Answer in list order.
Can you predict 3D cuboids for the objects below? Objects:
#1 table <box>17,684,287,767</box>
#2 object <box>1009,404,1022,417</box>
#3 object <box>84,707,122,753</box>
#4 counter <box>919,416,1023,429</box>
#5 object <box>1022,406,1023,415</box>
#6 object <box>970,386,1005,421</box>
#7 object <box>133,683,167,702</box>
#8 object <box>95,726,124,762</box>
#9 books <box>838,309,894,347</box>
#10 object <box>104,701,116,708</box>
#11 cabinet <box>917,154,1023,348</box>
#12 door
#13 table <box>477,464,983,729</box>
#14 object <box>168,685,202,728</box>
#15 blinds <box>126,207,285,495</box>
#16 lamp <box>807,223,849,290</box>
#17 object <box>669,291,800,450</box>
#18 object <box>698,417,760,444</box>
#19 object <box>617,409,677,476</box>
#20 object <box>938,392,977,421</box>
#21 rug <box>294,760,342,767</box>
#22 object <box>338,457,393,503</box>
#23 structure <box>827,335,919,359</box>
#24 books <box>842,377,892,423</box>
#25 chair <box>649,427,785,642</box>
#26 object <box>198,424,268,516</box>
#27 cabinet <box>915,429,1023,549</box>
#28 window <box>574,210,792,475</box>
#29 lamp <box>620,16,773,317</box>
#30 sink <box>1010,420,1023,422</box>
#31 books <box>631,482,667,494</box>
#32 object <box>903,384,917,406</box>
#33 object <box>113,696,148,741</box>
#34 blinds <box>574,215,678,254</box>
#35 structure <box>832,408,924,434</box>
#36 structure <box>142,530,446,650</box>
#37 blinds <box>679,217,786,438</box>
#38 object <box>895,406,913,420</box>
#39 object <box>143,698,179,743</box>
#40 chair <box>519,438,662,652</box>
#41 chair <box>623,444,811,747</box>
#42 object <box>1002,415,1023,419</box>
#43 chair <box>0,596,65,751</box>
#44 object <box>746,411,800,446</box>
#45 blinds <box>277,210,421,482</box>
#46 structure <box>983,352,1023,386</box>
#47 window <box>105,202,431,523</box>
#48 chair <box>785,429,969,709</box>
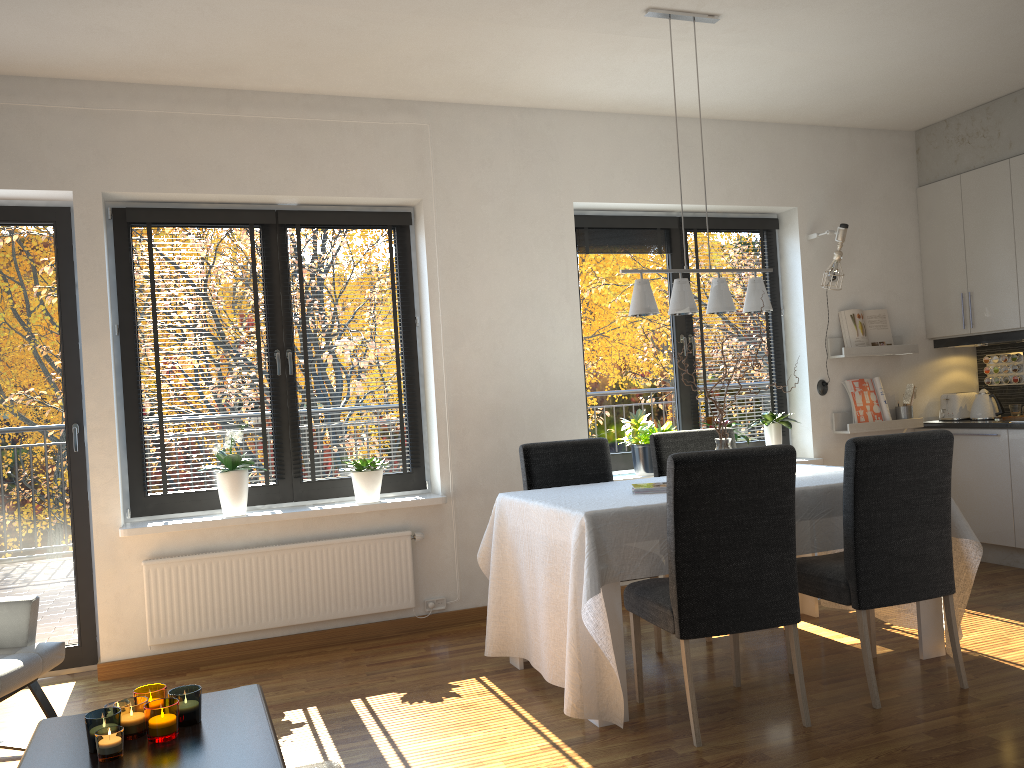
[{"bbox_3d":[-0.751,1.033,1.852,0.570,0.409,1.180,-3,-1,-21],"label":"table"},{"bbox_3d":[3.157,0.166,5.559,0.071,0.076,0.071,-3,-1,-28],"label":"object"},{"bbox_3d":[-0.948,0.804,2.060,0.079,0.081,0.079,-3,-1,-26],"label":"object"},{"bbox_3d":[3.657,0.245,3.947,0.622,0.192,4.252,-3,-1,-21],"label":"counter"},{"bbox_3d":[3.201,0.168,5.501,0.065,0.064,0.065,-3,-1,-21],"label":"object"},{"bbox_3d":[2.990,0.129,5.605,0.178,0.236,0.204,-4,-1,16],"label":"object"},{"bbox_3d":[-0.908,0.805,2.230,0.079,0.081,0.079,-3,-1,-26],"label":"object"},{"bbox_3d":[-0.905,0.810,1.996,0.060,0.061,0.060,-3,-1,-16],"label":"object"},{"bbox_3d":[2.274,-0.331,5.654,0.364,0.299,0.109,-3,-1,-21],"label":"books"},{"bbox_3d":[-0.970,0.818,2.180,0.060,0.061,0.060,-3,-1,-16],"label":"object"},{"bbox_3d":[3.658,-0.867,3.983,0.458,1.069,4.237,-3,-1,-21],"label":"cabinet"},{"bbox_3d":[-2.490,0.268,4.136,0.976,2.274,0.119,-3,0,-21],"label":"door"},{"bbox_3d":[0.871,0.806,3.825,1.856,0.763,1.236,-3,-1,-20],"label":"table"},{"bbox_3d":[-0.808,0.798,2.197,0.079,0.081,0.079,-3,-1,-26],"label":"object"},{"bbox_3d":[-1.519,-0.174,4.472,0.710,1.422,0.049,-3,0,-21],"label":"blinds"},{"bbox_3d":[1.960,-0.767,5.461,0.131,0.395,0.312,-3,-1,-16],"label":"lamp"},{"bbox_3d":[0.931,0.030,3.840,0.615,0.785,0.403,-4,-1,44],"label":"object"},{"bbox_3d":[1.254,0.344,5.292,0.371,0.308,0.380,-4,-1,44],"label":"object"},{"bbox_3d":[0.790,0.332,5.149,0.333,0.384,0.299,-4,-1,-5],"label":"object"},{"bbox_3d":[2.926,0.152,5.799,0.253,0.192,0.175,-3,-1,-21],"label":"object"},{"bbox_3d":[-0.755,1.242,1.937,1.051,0.034,1.814,-3,-1,-21],"label":"rug"},{"bbox_3d":[-0.756,0.493,4.607,0.267,0.237,0.284,-3,-1,-39],"label":"object"},{"bbox_3d":[2.298,-0.242,5.640,0.594,0.129,0.147,-3,-1,-21],"label":"structure"},{"bbox_3d":[2.259,0.124,5.627,0.283,0.330,0.138,-3,-1,-23],"label":"books"},{"bbox_3d":[1.022,0.709,4.372,0.461,0.960,0.545,-3,-1,-16],"label":"chair"},{"bbox_3d":[-1.352,0.421,4.329,0.286,0.444,0.340,-3,-1,-32],"label":"object"},{"bbox_3d":[3.407,0.549,3.844,0.040,0.690,4.225,-3,-1,-21],"label":"cabinet"},{"bbox_3d":[1.041,-0.272,5.474,1.561,1.587,0.119,-3,0,-21],"label":"window"},{"bbox_3d":[0.779,-0.946,3.838,0.759,1.284,0.131,-3,0,-21],"label":"lamp"},{"bbox_3d":[3.388,0.259,4.607,0.474,0.168,1.422,-3,-1,-21],"label":"sink"},{"bbox_3d":[0.636,0.427,3.672,0.278,0.022,0.204,-4,-1,6],"label":"books"},{"bbox_3d":[2.560,0.128,5.692,0.119,0.267,0.060,-3,0,-29],"label":"object"},{"bbox_3d":[-0.914,0.804,2.130,0.079,0.081,0.079,-3,-1,-26],"label":"object"},{"bbox_3d":[0.677,-0.893,5.316,0.710,0.229,0.049,-3,-1,-21],"label":"blinds"},{"bbox_3d":[2.328,0.230,5.637,0.594,0.129,0.147,-3,-1,-21],"label":"structure"},{"bbox_3d":[-1.031,1.014,4.390,1.456,0.459,0.078,-3,-1,-22],"label":"structure"},{"bbox_3d":[1.412,-0.337,5.574,0.710,1.422,0.049,-3,0,-21],"label":"blinds"},{"bbox_3d":[2.529,0.205,5.712,0.103,0.124,0.103,-3,-1,-23],"label":"object"},{"bbox_3d":[-0.829,0.798,2.103,0.079,0.081,0.079,-3,-1,-26],"label":"object"},{"bbox_3d":[0.365,0.745,4.125,0.461,0.960,0.545,-3,-1,-21],"label":"chair"},{"bbox_3d":[0.709,0.704,3.202,0.461,0.960,0.545,-3,-1,-16],"label":"chair"},{"bbox_3d":[3.241,0.203,5.502,0.213,0.012,0.335,-3,-1,-19],"label":"object"},{"bbox_3d":[-1.976,0.933,2.986,0.685,0.832,0.545,-4,-1,4],"label":"chair"},{"bbox_3d":[1.607,0.322,5.482,0.292,0.315,0.354,-3,-1,-29],"label":"object"},{"bbox_3d":[-0.843,-0.212,4.726,0.710,1.422,0.049,-3,0,-21],"label":"blinds"},{"bbox_3d":[3.228,-0.096,5.828,0.045,0.209,0.279,-3,-1,-21],"label":"structure"},{"bbox_3d":[-4.581,2.494,15.848,12.973,18.368,21.830,-4,-1,9],"label":"window"},{"bbox_3d":[1.367,0.668,3.449,0.461,0.960,0.545,-3,-1,-21],"label":"chair"}]
